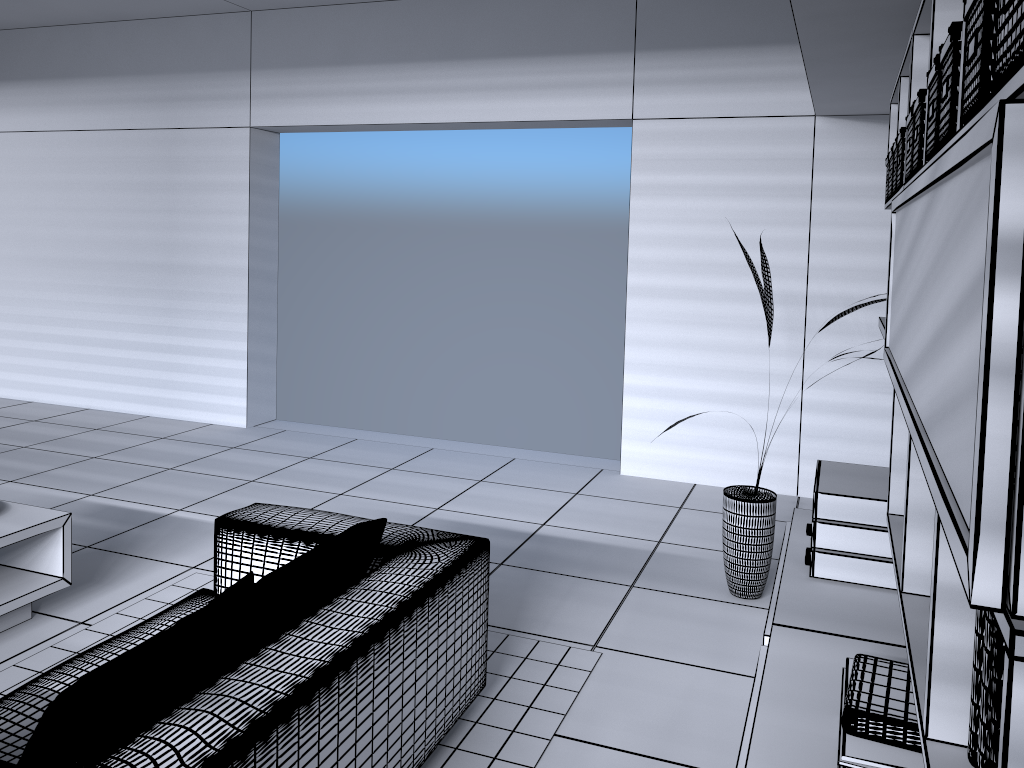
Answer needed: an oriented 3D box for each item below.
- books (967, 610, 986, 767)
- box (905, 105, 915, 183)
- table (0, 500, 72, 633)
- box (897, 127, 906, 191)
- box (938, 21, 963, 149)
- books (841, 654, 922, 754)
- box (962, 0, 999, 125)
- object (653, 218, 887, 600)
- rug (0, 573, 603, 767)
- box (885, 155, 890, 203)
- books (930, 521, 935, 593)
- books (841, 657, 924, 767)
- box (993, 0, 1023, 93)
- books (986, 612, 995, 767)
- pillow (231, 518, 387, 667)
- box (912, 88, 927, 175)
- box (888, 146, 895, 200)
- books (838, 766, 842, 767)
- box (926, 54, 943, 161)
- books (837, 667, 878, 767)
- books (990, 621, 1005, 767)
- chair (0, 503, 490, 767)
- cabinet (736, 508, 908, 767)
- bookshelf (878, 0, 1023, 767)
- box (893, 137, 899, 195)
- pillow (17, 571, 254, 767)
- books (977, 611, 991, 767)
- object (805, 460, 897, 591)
[{"bbox_3d":[0.714,0.385,1.143,0.208,0.257,0.050,4,4,21],"label":"books"},{"bbox_3d":[1.060,-0.551,2.030,0.282,0.160,0.213,5,8,21],"label":"box"},{"bbox_3d":[-2.191,0.742,2.910,0.652,0.385,1.212,5,9,20],"label":"table"},{"bbox_3d":[1.197,-0.608,2.394,0.281,0.160,0.180,5,7,20],"label":"box"},{"bbox_3d":[0.778,-0.433,1.282,0.281,0.160,0.180,5,7,20],"label":"box"},{"bbox_3d":[0.776,0.632,1.747,0.208,0.049,0.261,6,10,25],"label":"books"},{"bbox_3d":[0.672,-0.388,0.999,0.281,0.160,0.180,5,7,20],"label":"box"},{"bbox_3d":[1.078,0.114,3.577,0.251,1.572,1.184,-1,6,-37],"label":"object"},{"bbox_3d":[-0.909,1.051,2.427,1.803,0.001,2.253,5,10,20],"label":"rug"},{"bbox_3d":[1.458,-0.718,3.087,0.281,0.160,0.176,5,7,20],"label":"box"},{"bbox_3d":[0.909,0.303,1.661,0.208,0.257,0.050,4,4,21],"label":"books"},{"bbox_3d":[0.810,0.664,1.746,0.286,0.008,0.419,5,10,21],"label":"books"},{"bbox_3d":[0.577,-0.349,0.747,0.281,0.160,0.218,5,8,20],"label":"box"},{"bbox_3d":[0.676,0.402,1.035,0.208,0.258,0.075,4,4,21],"label":"books"},{"bbox_3d":[-0.593,0.602,2.370,0.340,0.385,0.572,4,8,18],"label":"pillow"},{"bbox_3d":[0.980,-0.517,1.817,0.281,0.160,0.176,5,7,21],"label":"box"},{"bbox_3d":[1.372,-0.682,2.859,0.281,0.160,0.213,5,8,21],"label":"box"},{"bbox_3d":[0.798,0.705,1.733,0.286,0.008,0.419,5,10,21],"label":"books"},{"bbox_3d":[0.857,-0.466,1.491,0.281,0.160,0.180,5,7,20],"label":"box"},{"bbox_3d":[0.796,0.676,1.732,0.286,0.008,0.419,5,10,21],"label":"books"},{"bbox_3d":[0.664,0.407,1.005,0.208,0.258,0.075,4,4,21],"label":"books"},{"bbox_3d":[-0.806,0.820,2.155,0.962,0.546,1.664,5,9,20],"label":"chair"},{"bbox_3d":[0.948,0.899,2.321,0.575,0.445,2.291,4,10,20],"label":"cabinet"},{"bbox_3d":[1.017,-0.219,1.942,0.328,1.239,2.844,3,9,20],"label":"bookshelf"},{"bbox_3d":[1.277,-0.642,2.605,0.281,0.160,0.176,5,7,21],"label":"box"},{"bbox_3d":[-0.797,0.666,1.826,0.301,0.394,0.571,3,8,18],"label":"pillow"},{"bbox_3d":[0.700,0.393,1.094,0.208,0.257,0.050,4,4,21],"label":"books"},{"bbox_3d":[1.143,0.445,2.860,0.348,0.267,0.434,4,8,20],"label":"object"}]
